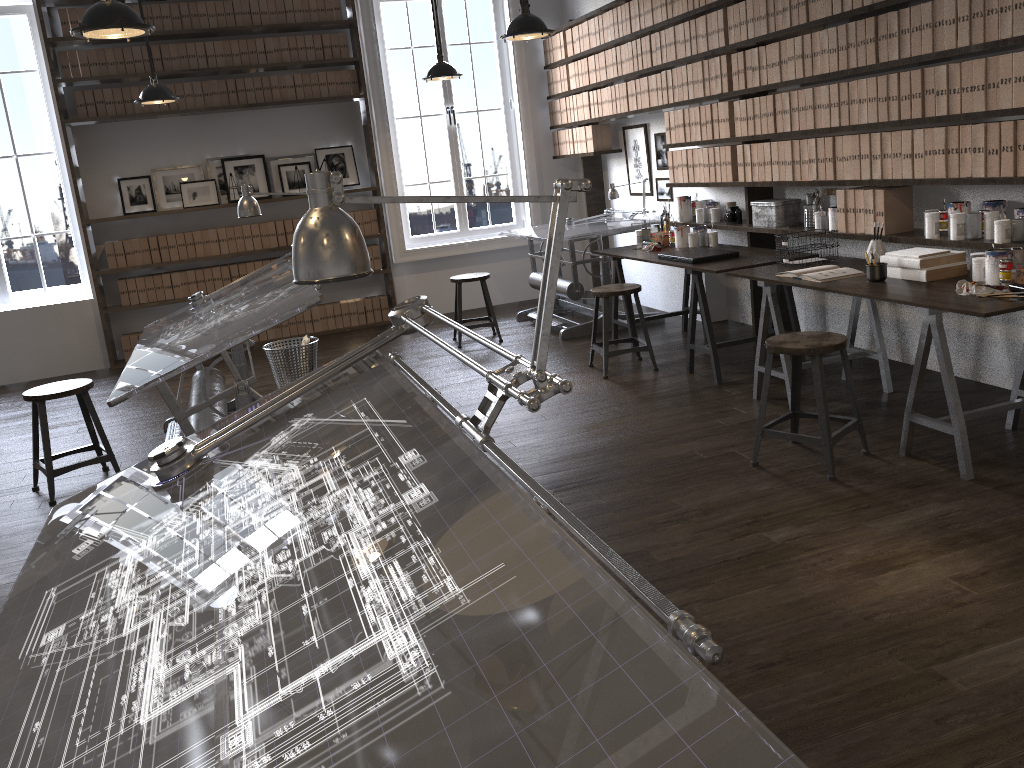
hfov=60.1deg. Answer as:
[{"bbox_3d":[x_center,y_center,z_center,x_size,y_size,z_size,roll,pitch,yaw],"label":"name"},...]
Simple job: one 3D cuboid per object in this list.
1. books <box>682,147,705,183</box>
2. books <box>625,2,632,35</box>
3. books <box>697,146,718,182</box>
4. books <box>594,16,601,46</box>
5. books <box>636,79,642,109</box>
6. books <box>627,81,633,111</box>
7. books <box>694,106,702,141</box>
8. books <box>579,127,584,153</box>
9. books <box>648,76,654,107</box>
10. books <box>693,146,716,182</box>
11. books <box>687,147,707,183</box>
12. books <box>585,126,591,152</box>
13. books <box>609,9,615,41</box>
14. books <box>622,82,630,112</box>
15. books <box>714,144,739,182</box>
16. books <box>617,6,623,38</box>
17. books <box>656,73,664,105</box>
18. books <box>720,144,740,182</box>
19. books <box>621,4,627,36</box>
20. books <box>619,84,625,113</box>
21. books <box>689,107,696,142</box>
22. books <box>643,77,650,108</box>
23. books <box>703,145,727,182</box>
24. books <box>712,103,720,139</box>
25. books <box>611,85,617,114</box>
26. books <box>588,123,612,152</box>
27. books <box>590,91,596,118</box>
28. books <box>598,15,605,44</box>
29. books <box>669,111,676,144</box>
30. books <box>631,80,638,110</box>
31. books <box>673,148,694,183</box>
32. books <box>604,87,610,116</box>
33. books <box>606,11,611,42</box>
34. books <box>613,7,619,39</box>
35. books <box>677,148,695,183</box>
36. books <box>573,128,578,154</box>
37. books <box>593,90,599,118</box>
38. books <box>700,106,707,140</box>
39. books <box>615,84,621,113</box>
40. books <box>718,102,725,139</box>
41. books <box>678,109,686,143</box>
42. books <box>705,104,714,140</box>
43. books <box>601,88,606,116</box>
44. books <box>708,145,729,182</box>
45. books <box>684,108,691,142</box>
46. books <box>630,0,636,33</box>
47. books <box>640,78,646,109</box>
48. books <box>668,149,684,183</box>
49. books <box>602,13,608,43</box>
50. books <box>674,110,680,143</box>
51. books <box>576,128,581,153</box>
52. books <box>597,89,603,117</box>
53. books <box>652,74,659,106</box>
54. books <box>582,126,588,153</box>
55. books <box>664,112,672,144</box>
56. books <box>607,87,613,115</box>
[{"bbox_3d":[1.271,-1.511,6.116,0.175,0.223,0.067,-10,12,-17],"label":"books"},{"bbox_3d":[0.934,-2.706,6.549,0.175,0.223,0.067,-10,12,-17],"label":"books"},{"bbox_3d":[1.339,-1.469,5.920,0.175,0.223,0.067,-10,12,-17],"label":"books"},{"bbox_3d":[0.759,-2.820,7.072,0.175,0.223,0.067,-10,12,-17],"label":"books"},{"bbox_3d":[1.021,-2.161,6.596,0.175,0.223,0.067,-10,12,-17],"label":"books"},{"bbox_3d":[0.977,-2.190,6.729,0.175,0.223,0.067,-10,12,-17],"label":"books"},{"bbox_3d":[1.306,-1.731,5.874,0.175,0.223,0.067,-10,12,-17],"label":"books"},{"bbox_3d":[0.687,-2.135,7.729,0.175,0.223,0.067,-10,12,-17],"label":"books"},{"bbox_3d":[1.084,-2.119,6.404,0.175,0.223,0.067,-10,12,-17],"label":"books"},{"bbox_3d":[1.321,-1.484,5.987,0.175,0.223,0.067,-10,12,-17],"label":"books"},{"bbox_3d":[1.297,-1.498,6.052,0.175,0.223,0.067,-10,12,-17],"label":"books"},{"bbox_3d":[0.732,-2.108,7.602,0.175,0.223,0.067,-10,12,-17],"label":"books"},{"bbox_3d":[0.847,-2.762,6.807,0.175,0.223,0.067,-10,12,-17],"label":"books"},{"bbox_3d":[0.948,-2.204,6.798,0.175,0.223,0.067,-10,12,-17],"label":"books"},{"bbox_3d":[1.405,-1.427,5.726,0.175,0.223,0.067,-10,12,-17],"label":"books"},{"bbox_3d":[0.893,-2.735,6.681,0.175,0.223,0.067,-10,12,-17],"label":"books"},{"bbox_3d":[1.123,-2.091,6.276,0.175,0.223,0.067,-10,12,-17],"label":"books"},{"bbox_3d":[1.428,-1.414,5.665,0.175,0.223,0.067,-10,12,-17],"label":"books"},{"bbox_3d":[0.916,-2.722,6.620,0.175,0.223,0.067,-10,12,-17],"label":"books"},{"bbox_3d":[0.930,-2.220,6.869,0.175,0.223,0.067,-10,12,-17],"label":"books"},{"bbox_3d":[1.288,-1.746,5.941,0.175,0.223,0.067,-10,12,-17],"label":"books"},{"bbox_3d":[1.058,-2.132,6.465,0.175,0.223,0.067,-10,12,-17],"label":"books"},{"bbox_3d":[1.359,-1.454,5.851,0.175,0.223,0.067,-10,12,-17],"label":"books"},{"bbox_3d":[1.380,-1.687,5.669,0.175,0.223,0.067,-10,12,-17],"label":"books"},{"bbox_3d":[0.883,-2.245,6.988,0.175,0.223,0.067,-10,12,-17],"label":"books"},{"bbox_3d":[0.752,-2.093,7.536,0.175,0.223,0.067,-10,12,-17],"label":"books"},{"bbox_3d":[0.749,-2.335,7.397,0.175,0.223,0.067,-10,12,-17],"label":"books"},{"bbox_3d":[0.785,-2.806,7.007,0.175,0.223,0.067,-10,12,-17],"label":"books"},{"bbox_3d":[1.201,-1.800,6.191,0.175,0.223,0.067,-10,12,-17],"label":"books"},{"bbox_3d":[0.994,-2.175,6.661,0.175,0.223,0.067,-10,12,-17],"label":"books"},{"bbox_3d":[1.232,-1.540,6.244,0.175,0.223,0.067,-10,12,-17],"label":"books"},{"bbox_3d":[0.841,-2.275,7.124,0.175,0.223,0.067,-10,12,-17],"label":"books"},{"bbox_3d":[0.827,-2.777,6.876,0.175,0.223,0.067,-10,12,-17],"label":"books"},{"bbox_3d":[0.869,-2.747,6.739,0.175,0.223,0.067,-10,12,-17],"label":"books"},{"bbox_3d":[1.250,-1.526,6.185,0.175,0.223,0.067,-10,12,-17],"label":"books"},{"bbox_3d":[0.641,-2.162,7.855,0.175,0.223,0.067,-10,12,-17],"label":"books"},{"bbox_3d":[0.773,-2.318,7.320,0.175,0.223,0.067,-10,12,-17],"label":"books"},{"bbox_3d":[1.333,-1.718,5.808,0.175,0.223,0.067,-10,12,-17],"label":"books"},{"bbox_3d":[0.907,-2.233,6.930,0.175,0.223,0.067,-10,12,-17],"label":"books"},{"bbox_3d":[1.401,-1.671,5.597,0.175,0.223,0.067,-10,12,-17],"label":"books"},{"bbox_3d":[1.239,-1.773,6.069,0.175,0.223,0.067,-10,12,-17],"label":"books"},{"bbox_3d":[1.351,-1.701,5.737,0.175,0.223,0.067,-10,12,-17],"label":"books"},{"bbox_3d":[0.822,-2.290,7.191,0.175,0.223,0.067,-10,12,-17],"label":"books"},{"bbox_3d":[1.381,-1.439,5.784,0.175,0.223,0.067,-10,12,-17],"label":"books"},{"bbox_3d":[1.265,-1.761,6.008,0.175,0.223,0.067,-10,12,-17],"label":"books"},{"bbox_3d":[0.963,-2.692,6.481,0.175,0.223,0.067,-10,12,-17],"label":"books"},{"bbox_3d":[1.043,-2.146,6.530,0.175,0.223,0.067,-10,12,-17],"label":"books"},{"bbox_3d":[1.207,-1.552,6.305,0.175,0.223,0.067,-10,12,-17],"label":"books"},{"bbox_3d":[0.809,-2.792,6.942,0.175,0.223,0.067,-10,12,-17],"label":"books"},{"bbox_3d":[1.222,-1.788,6.133,0.175,0.223,0.067,-10,12,-17],"label":"books"},{"bbox_3d":[0.665,-2.148,7.788,0.175,0.223,0.067,-10,12,-17],"label":"books"},{"bbox_3d":[0.799,-2.304,7.255,0.175,0.223,0.067,-10,12,-17],"label":"books"},{"bbox_3d":[1.102,-2.106,6.344,0.175,0.223,0.067,-10,12,-17],"label":"books"},{"bbox_3d":[0.703,-2.121,7.665,0.175,0.223,0.067,-10,12,-17],"label":"books"},{"bbox_3d":[1.176,-1.815,6.259,0.175,0.223,0.067,-10,12,-17],"label":"books"},{"bbox_3d":[0.860,-2.260,7.055,0.175,0.223,0.067,-10,12,-17],"label":"books"}]
